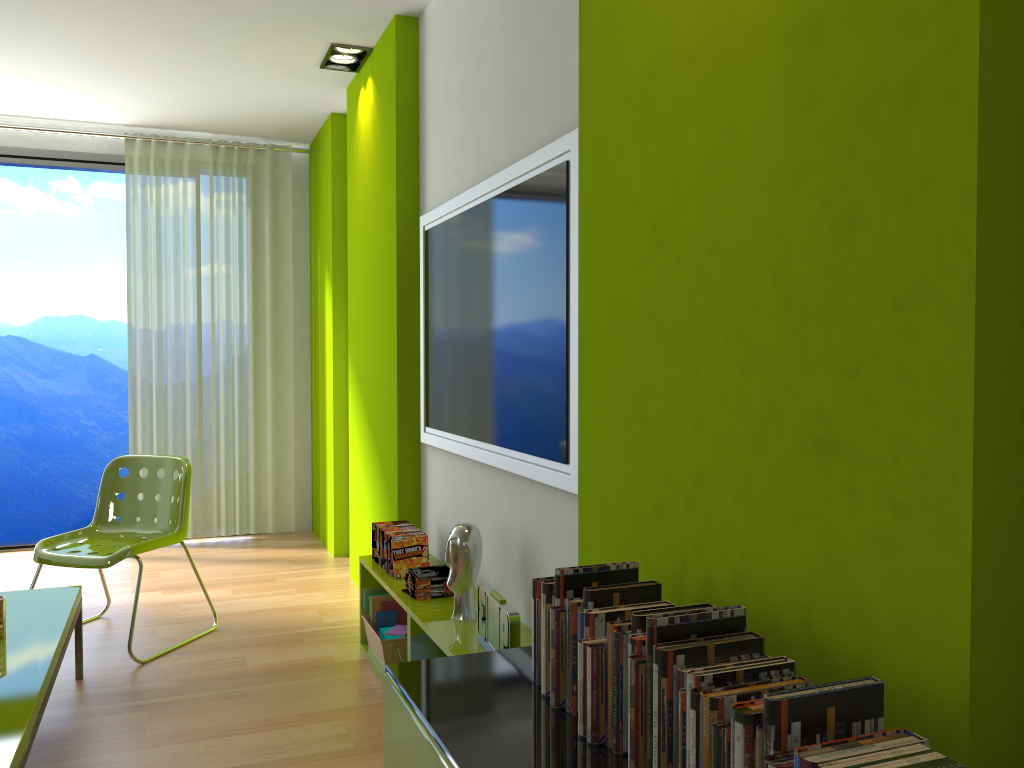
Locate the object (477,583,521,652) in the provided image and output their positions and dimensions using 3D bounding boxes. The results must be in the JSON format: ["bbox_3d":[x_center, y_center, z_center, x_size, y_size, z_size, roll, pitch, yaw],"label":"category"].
[{"bbox_3d":[-0.039,0.663,2.423,0.047,0.176,0.340,-1,2,-16],"label":"object"}]

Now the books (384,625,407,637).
[{"bbox_3d":[-0.431,0.956,3.435,0.087,0.008,0.110,1,2,19],"label":"books"}]

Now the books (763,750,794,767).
[{"bbox_3d":[0.362,0.502,1.006,0.178,0.177,0.030,-1,2,-21],"label":"books"}]

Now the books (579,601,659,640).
[{"bbox_3d":[0.188,0.477,1.510,0.163,0.196,0.018,-1,2,-21],"label":"books"}]

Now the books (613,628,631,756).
[{"bbox_3d":[0.233,0.480,1.397,0.163,0.198,0.018,-1,2,-21],"label":"books"}]

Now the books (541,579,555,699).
[{"bbox_3d":[0.135,0.464,1.634,0.172,0.215,0.030,-1,2,-21],"label":"books"}]

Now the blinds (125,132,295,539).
[{"bbox_3d":[-1.938,-0.289,5.742,1.012,2.568,0.067,-1,2,-21],"label":"blinds"}]

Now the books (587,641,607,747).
[{"bbox_3d":[0.206,0.496,1.437,0.185,0.164,0.025,-1,2,-21],"label":"books"}]

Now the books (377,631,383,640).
[{"bbox_3d":[-0.438,0.990,3.462,0.143,0.013,0.182,-1,2,-21],"label":"books"}]

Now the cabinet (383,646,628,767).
[{"bbox_3d":[0.567,0.902,0.287,0.547,0.593,3.384,-1,2,-21],"label":"cabinet"}]

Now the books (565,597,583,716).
[{"bbox_3d":[0.170,0.473,1.556,0.163,0.201,0.032,-1,2,-21],"label":"books"}]

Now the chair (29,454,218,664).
[{"bbox_3d":[-1.671,0.706,3.756,0.640,0.759,0.546,0,2,17],"label":"chair"}]

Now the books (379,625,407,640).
[{"bbox_3d":[-0.422,0.973,3.420,0.143,0.025,0.182,-1,2,-21],"label":"books"}]

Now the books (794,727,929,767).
[{"bbox_3d":[0.382,0.494,0.977,0.161,0.196,0.038,-1,2,-21],"label":"books"}]

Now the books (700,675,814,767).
[{"bbox_3d":[0.315,0.489,1.149,0.161,0.196,0.030,-1,2,-21],"label":"books"}]

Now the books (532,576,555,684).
[{"bbox_3d":[0.114,0.469,1.700,0.163,0.201,0.025,-1,2,-21],"label":"books"}]

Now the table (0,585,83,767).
[{"bbox_3d":[-1.680,0.952,2.384,0.810,0.349,1.682,-1,2,-21],"label":"table"}]

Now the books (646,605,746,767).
[{"bbox_3d":[0.270,0.458,1.302,0.163,0.248,0.017,-1,2,-21],"label":"books"}]

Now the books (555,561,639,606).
[{"bbox_3d":[0.152,0.450,1.601,0.163,0.246,0.017,-1,2,-21],"label":"books"}]

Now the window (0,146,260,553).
[{"bbox_3d":[-3.298,-0.197,5.461,3.336,2.498,0.219,-1,2,-21],"label":"window"}]

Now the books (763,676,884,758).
[{"bbox_3d":[0.360,0.471,1.031,0.161,0.239,0.020,-1,2,-21],"label":"books"}]

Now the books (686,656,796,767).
[{"bbox_3d":[0.308,0.483,1.201,0.163,0.204,0.025,-1,2,-21],"label":"books"}]

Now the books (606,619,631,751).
[{"bbox_3d":[0.225,0.477,1.417,0.163,0.204,0.025,-1,2,-21],"label":"books"}]

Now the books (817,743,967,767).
[{"bbox_3d":[0.395,0.495,0.920,0.140,0.197,0.069,-1,2,-21],"label":"books"}]

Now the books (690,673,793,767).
[{"bbox_3d":[0.306,0.491,1.173,0.161,0.191,0.021,-1,2,-21],"label":"books"}]

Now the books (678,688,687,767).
[{"bbox_3d":[0.301,0.498,1.222,0.163,0.173,0.017,-1,2,-21],"label":"books"}]

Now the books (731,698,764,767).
[{"bbox_3d":[0.341,0.485,1.071,0.170,0.209,0.036,-1,2,-21],"label":"books"}]

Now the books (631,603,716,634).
[{"bbox_3d":[0.250,0.465,1.380,0.144,0.229,0.025,-1,2,-21],"label":"books"}]

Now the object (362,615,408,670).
[{"bbox_3d":[-0.449,1.007,3.481,0.213,0.129,0.367,-1,2,-21],"label":"object"}]

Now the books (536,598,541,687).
[{"bbox_3d":[0.122,0.485,1.681,0.163,0.171,0.017,-1,2,-21],"label":"books"}]

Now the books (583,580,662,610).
[{"bbox_3d":[0.189,0.461,1.532,0.144,0.227,0.025,-1,2,-21],"label":"books"}]

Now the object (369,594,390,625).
[{"bbox_3d":[-0.503,0.960,3.627,0.158,0.200,0.040,-1,2,-21],"label":"object"}]

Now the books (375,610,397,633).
[{"bbox_3d":[-0.504,0.988,3.563,0.086,0.148,0.025,-1,2,-21],"label":"books"}]

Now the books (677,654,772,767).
[{"bbox_3d":[0.299,0.487,1.243,0.151,0.193,0.025,-1,2,-21],"label":"books"}]

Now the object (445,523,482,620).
[{"bbox_3d":[-0.146,0.589,2.781,0.107,0.305,0.107,1,2,35],"label":"object"}]

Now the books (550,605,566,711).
[{"bbox_3d":[0.152,0.482,1.579,0.180,0.183,0.025,-1,2,-21],"label":"books"}]

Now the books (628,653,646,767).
[{"bbox_3d":[0.254,0.489,1.320,0.180,0.185,0.025,-1,2,-21],"label":"books"}]

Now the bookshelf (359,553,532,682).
[{"bbox_3d":[-0.193,0.917,2.948,0.306,0.378,1.630,-1,2,-21],"label":"bookshelf"}]

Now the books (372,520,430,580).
[{"bbox_3d":[-0.433,0.641,3.453,0.147,0.150,0.370,-1,2,-21],"label":"books"}]

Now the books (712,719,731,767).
[{"bbox_3d":[0.324,0.505,1.127,0.161,0.166,0.020,-1,2,-21],"label":"books"}]

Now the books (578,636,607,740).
[{"bbox_3d":[0.194,0.496,1.463,0.185,0.162,0.025,-1,2,-21],"label":"books"}]

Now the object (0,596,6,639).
[{"bbox_3d":[-1.577,0.711,2.686,0.076,0.122,0.075,0,2,13],"label":"object"}]

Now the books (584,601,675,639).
[{"bbox_3d":[0.195,0.475,1.490,0.163,0.201,0.025,-1,2,-21],"label":"books"}]

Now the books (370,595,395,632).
[{"bbox_3d":[-0.494,0.959,3.604,0.158,0.202,0.051,-1,2,-21],"label":"books"}]

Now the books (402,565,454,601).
[{"bbox_3d":[-0.286,0.686,3.073,0.164,0.078,0.172,-1,2,-23],"label":"books"}]

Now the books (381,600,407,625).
[{"bbox_3d":[-0.475,0.969,3.587,0.105,0.182,0.031,-1,2,-21],"label":"books"}]

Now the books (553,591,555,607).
[{"bbox_3d":[0.148,0.471,1.616,0.161,0.201,0.013,-1,2,-21],"label":"books"}]

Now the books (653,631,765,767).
[{"bbox_3d":[0.279,0.474,1.265,0.172,0.217,0.031,-1,2,-21],"label":"books"}]

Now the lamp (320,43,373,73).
[{"bbox_3d":[-0.800,-1.624,4.261,0.192,0.131,0.352,-1,2,-21],"label":"lamp"}]

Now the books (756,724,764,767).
[{"bbox_3d":[0.355,0.492,1.049,0.159,0.196,0.016,-1,2,-21],"label":"books"}]

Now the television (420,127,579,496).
[{"bbox_3d":[-0.093,-0.203,2.970,0.028,0.941,1.537,-1,2,-21],"label":"television"}]

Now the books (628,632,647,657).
[{"bbox_3d":[0.251,0.479,1.349,0.163,0.204,0.033,-1,2,-21],"label":"books"}]
